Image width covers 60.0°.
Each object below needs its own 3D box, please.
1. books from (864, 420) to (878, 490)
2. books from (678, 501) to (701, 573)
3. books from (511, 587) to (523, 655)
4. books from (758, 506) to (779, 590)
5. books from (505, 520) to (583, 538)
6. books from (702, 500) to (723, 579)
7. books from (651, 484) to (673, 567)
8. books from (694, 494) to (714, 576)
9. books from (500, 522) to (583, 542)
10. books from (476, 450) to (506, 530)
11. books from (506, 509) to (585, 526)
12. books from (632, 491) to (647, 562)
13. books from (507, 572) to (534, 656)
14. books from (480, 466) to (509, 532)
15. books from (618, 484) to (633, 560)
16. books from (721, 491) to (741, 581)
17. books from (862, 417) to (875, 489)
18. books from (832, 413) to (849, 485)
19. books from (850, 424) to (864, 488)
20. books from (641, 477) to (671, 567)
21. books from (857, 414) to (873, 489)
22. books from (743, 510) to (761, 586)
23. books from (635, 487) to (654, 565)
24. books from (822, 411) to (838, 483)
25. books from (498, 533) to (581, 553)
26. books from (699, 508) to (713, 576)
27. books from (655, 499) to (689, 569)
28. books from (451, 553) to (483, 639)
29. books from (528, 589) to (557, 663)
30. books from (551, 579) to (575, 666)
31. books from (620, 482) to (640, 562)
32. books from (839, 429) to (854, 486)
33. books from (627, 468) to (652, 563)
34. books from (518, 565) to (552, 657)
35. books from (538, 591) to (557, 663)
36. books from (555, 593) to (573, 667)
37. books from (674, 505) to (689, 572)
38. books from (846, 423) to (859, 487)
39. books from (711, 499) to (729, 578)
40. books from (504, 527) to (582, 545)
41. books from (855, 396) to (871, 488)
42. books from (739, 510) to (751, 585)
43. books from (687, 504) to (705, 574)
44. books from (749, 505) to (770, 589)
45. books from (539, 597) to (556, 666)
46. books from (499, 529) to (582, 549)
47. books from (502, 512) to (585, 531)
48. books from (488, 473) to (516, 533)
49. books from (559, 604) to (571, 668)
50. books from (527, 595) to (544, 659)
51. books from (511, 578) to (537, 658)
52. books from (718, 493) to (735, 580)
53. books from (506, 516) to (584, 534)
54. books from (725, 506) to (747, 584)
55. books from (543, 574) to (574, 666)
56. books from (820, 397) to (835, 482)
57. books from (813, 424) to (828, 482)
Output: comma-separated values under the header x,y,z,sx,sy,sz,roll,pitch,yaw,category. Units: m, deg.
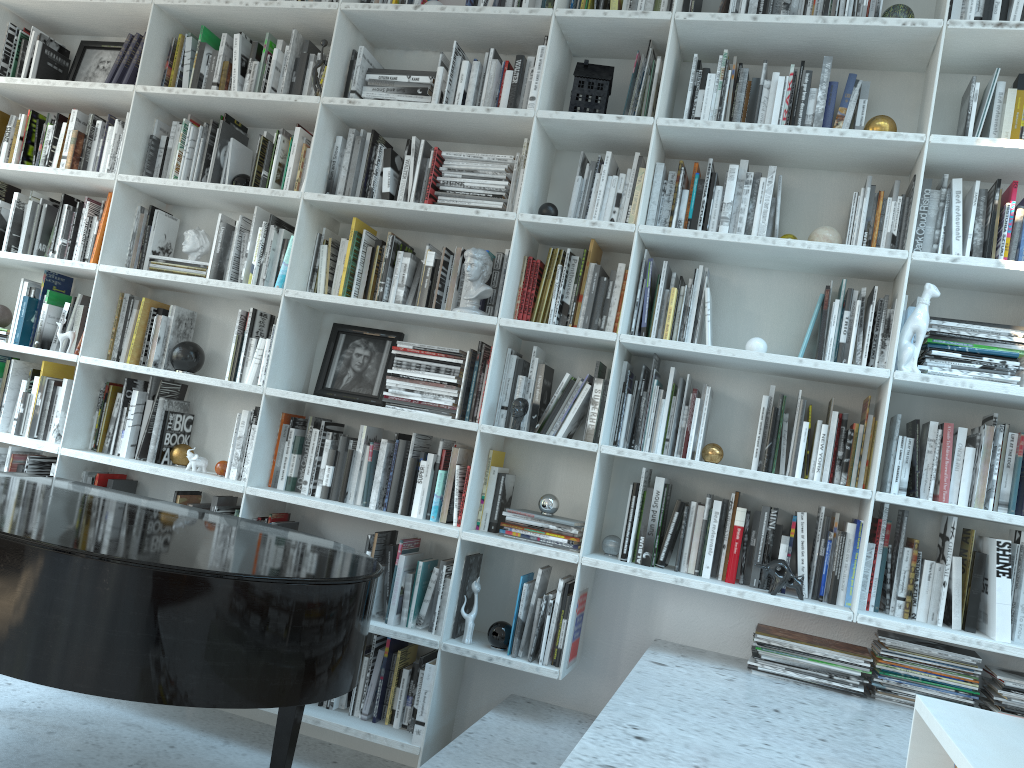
x,y,z,sx,sy,sz,roll,pitch,yaw,category
1.153,0.234,2.866,0.009,0.223,0.146,9,-4,17,books
0.600,0.512,2.988,0.029,0.234,0.142,9,-4,17,books
0.039,0.797,3.020,0.012,0.229,0.129,9,-4,17,books
0.841,0.535,2.911,0.026,0.263,0.169,9,-4,17,books
0.122,0.497,3.063,0.254,0.012,0.161,8,-5,22,books
0.670,0.513,2.950,0.025,0.252,0.181,9,-4,17,books
0.508,0.475,3.001,0.010,0.277,0.174,9,-4,17,books
0.644,0.502,2.970,0.014,0.267,0.171,9,-4,17,books
0.119,0.508,3.059,0.285,0.012,0.159,9,-4,20,books
-0.076,0.382,3.195,0.012,0.285,0.159,9,-4,17,books
0.126,0.460,3.058,0.254,0.012,0.161,8,-5,26,books
0.447,0.485,3.034,0.015,0.240,0.152,9,-4,17,books
0.031,0.778,3.016,0.005,0.264,0.162,9,-4,17,books
-0.062,0.412,3.187,0.027,0.228,0.141,9,-4,17,books
0.403,0.471,3.041,0.012,0.254,0.161,9,-4,17,books
0.725,0.500,2.933,0.012,0.293,0.175,9,-4,17,books
1.149,0.228,2.877,0.007,0.235,0.132,9,-4,17,books
1.065,0.215,2.886,0.021,0.231,0.155,9,-4,17,books
1.107,0.235,2.863,0.013,0.203,0.158,9,-4,17,books
0.488,0.463,2.998,0.030,0.294,0.189,9,-4,17,books
1.137,0.223,2.876,0.019,0.240,0.134,9,-4,17,books
0.795,0.539,2.933,0.021,0.242,0.131,9,-4,17,books
0.460,0.477,3.005,0.023,0.256,0.178,9,-4,17,books
1.028,0.210,2.883,0.018,0.229,0.182,9,-4,17,books
0.112,0.544,3.056,0.285,0.012,0.159,9,-4,20,books
0.654,0.527,2.970,0.012,0.221,0.153,9,-4,17,books
0.542,0.504,2.994,0.065,0.231,0.162,9,-4,17,books
-0.156,0.741,3.118,0.012,0.285,0.159,9,-4,17,books
0.106,0.808,2.974,0.026,0.224,0.175,9,-4,17,books
0.179,0.798,2.984,0.015,0.270,0.158,9,-4,17,books
0.415,0.467,3.018,0.023,0.262,0.187,9,-4,17,books
1.071,0.240,2.854,0.016,0.180,0.189,9,-4,17,books
0.436,0.443,3.015,0.010,0.316,0.187,9,-4,17,books
0.080,0.768,3.014,0.032,0.300,0.149,9,-4,17,books
0.129,0.812,2.985,0.012,0.225,0.149,9,-4,17,books
0.185,0.817,2.966,0.013,0.233,0.149,9,-4,17,books
0.577,0.517,2.984,0.011,0.217,0.175,9,-4,17,books
1.096,0.234,2.877,0.016,0.205,0.141,9,-4,17,books
0.699,0.515,2.975,0.016,0.260,0.098,9,-4,17,books
0.117,0.520,3.060,0.254,0.012,0.161,8,-5,23,books
1.122,0.191,2.856,0.007,0.295,0.162,9,-4,17,books
0.771,0.537,2.933,0.025,0.237,0.156,9,-4,17,books
0.623,0.519,2.977,0.024,0.228,0.160,9,-4,17,books
0.814,0.530,2.911,0.026,0.262,0.173,9,-4,17,books
0.134,0.819,2.965,0.011,0.212,0.178,9,-4,17,books
0.116,0.533,3.062,0.285,0.012,0.159,8,-5,22,books
0.126,0.473,3.063,0.285,0.012,0.159,8,-4,21,books
-0.036,0.426,3.181,0.030,0.210,0.136,9,-4,17,books
0.198,0.834,2.973,0.012,0.206,0.161,9,-4,17,books
0.093,0.819,3.003,0.013,0.202,0.139,9,-4,17,books
0.048,0.789,3.000,0.014,0.245,0.176,9,-4,17,books
0.719,0.505,2.957,0.012,0.285,0.159,9,-4,17,books
0.121,0.483,3.054,0.254,0.012,0.161,9,-4,17,books
0.742,0.528,2.928,0.031,0.244,0.185,9,-4,17,books
0.157,0.786,2.969,0.021,0.284,0.172,9,-4,17,books
1.021,0.186,2.889,0.006,0.274,0.173,9,-4,17,books
1.000,0.229,2.886,0.019,0.183,0.191,9,-4,17,books
